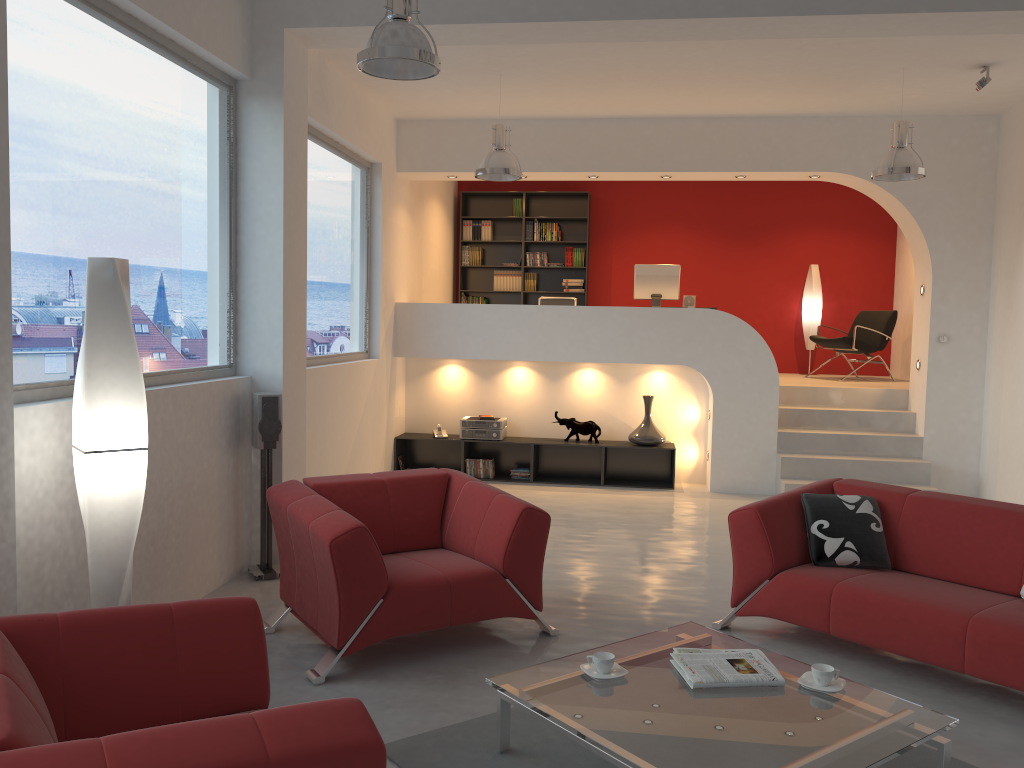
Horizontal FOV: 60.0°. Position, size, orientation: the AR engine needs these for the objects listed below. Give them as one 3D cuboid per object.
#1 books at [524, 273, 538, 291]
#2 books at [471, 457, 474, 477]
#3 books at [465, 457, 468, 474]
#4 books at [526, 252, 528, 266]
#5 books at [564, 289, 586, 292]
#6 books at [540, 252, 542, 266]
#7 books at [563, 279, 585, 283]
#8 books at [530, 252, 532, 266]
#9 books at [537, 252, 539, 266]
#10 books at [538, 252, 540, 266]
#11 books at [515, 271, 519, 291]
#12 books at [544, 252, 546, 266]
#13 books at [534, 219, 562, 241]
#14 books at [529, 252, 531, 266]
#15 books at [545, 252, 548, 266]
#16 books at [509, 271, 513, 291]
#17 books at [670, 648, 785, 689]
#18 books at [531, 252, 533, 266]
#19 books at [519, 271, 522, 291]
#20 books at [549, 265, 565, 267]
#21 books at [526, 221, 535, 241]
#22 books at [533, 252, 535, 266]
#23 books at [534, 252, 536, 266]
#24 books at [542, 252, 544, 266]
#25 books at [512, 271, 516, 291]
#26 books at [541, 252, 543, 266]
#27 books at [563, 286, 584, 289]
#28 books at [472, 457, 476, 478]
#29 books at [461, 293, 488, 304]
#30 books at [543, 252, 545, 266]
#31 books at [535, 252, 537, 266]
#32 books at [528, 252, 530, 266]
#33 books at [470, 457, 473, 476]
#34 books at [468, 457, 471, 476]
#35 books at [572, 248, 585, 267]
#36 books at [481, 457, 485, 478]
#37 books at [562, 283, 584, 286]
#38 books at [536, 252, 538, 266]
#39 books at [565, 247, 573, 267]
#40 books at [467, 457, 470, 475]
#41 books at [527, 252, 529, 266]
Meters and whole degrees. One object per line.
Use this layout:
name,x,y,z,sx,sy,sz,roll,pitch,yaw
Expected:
books,0.245,-1.307,11.417,0.146,0.240,0.170,2,4,8
books,-0.386,0.836,8.895,0.031,0.190,0.135,2,4,8
books,-0.446,0.834,8.903,0.031,0.190,0.135,2,4,8
books,0.195,-1.599,11.413,0.031,0.190,0.135,2,4,8
books,0.801,-1.188,11.325,0.260,0.040,0.200,2,4,9
books,0.373,-1.594,11.389,0.031,0.190,0.135,2,4,8
books,0.789,-1.307,11.305,0.260,0.040,0.200,2,4,8
books,0.255,-1.598,11.405,0.031,0.190,0.135,2,4,8
books,0.344,-1.595,11.393,0.031,0.190,0.135,2,4,8
books,0.359,-1.594,11.391,0.031,0.190,0.135,2,4,8
books,0.079,-1.321,11.427,0.040,0.260,0.200,2,4,8
books,0.433,-1.592,11.381,0.031,0.190,0.135,2,4,8
books,0.463,-1.953,11.321,0.341,0.286,0.231,2,4,8
books,0.240,-1.598,11.407,0.031,0.190,0.135,2,4,8
books,0.448,-1.592,11.379,0.031,0.190,0.135,2,4,8
books,-0.002,-1.324,11.438,0.040,0.260,0.200,2,4,8
books,0.788,1.051,3.286,0.367,0.035,0.345,1,4,-2
books,0.269,-1.597,11.403,0.031,0.190,0.135,2,4,8
books,0.119,-1.320,11.422,0.040,0.260,0.200,2,4,8
books,0.578,-1.515,11.366,0.190,0.015,0.135,2,4,8
books,0.232,-1.946,11.377,0.090,0.256,0.181,2,4,8
books,0.284,-1.597,11.401,0.031,0.190,0.135,2,4,8
books,0.299,-1.596,11.399,0.031,0.190,0.135,2,4,8
books,0.403,-1.593,11.385,0.031,0.190,0.135,2,4,8
books,0.039,-1.322,11.433,0.040,0.260,0.200,2,4,8
books,0.388,-1.593,11.387,0.031,0.190,0.135,2,4,8
books,0.783,-1.228,11.321,0.260,0.040,0.200,2,4,8
books,-0.371,0.837,8.893,0.031,0.190,0.135,2,4,8
books,-0.477,-1.035,11.512,0.341,0.286,0.231,2,4,8
books,0.418,-1.592,11.383,0.031,0.190,0.135,2,4,8
books,0.314,-1.596,11.397,0.031,0.190,0.135,2,4,8
books,0.225,-1.598,11.409,0.031,0.190,0.135,2,4,8
books,-0.401,0.836,8.897,0.031,0.190,0.135,2,4,8
books,-0.416,0.835,8.899,0.031,0.190,0.135,2,4,8
books,0.852,-1.603,11.314,0.146,0.240,0.170,2,4,8
books,-0.282,0.839,8.881,0.031,0.190,0.135,2,4,8
books,0.779,-1.268,11.318,0.260,0.040,0.200,2,4,7
books,0.329,-1.595,11.395,0.031,0.190,0.135,2,4,8
books,0.733,-1.615,11.330,0.090,0.256,0.181,2,4,8
books,-0.431,0.835,8.901,0.031,0.190,0.135,2,4,8
books,0.210,-1.599,11.411,0.031,0.190,0.135,2,4,8
